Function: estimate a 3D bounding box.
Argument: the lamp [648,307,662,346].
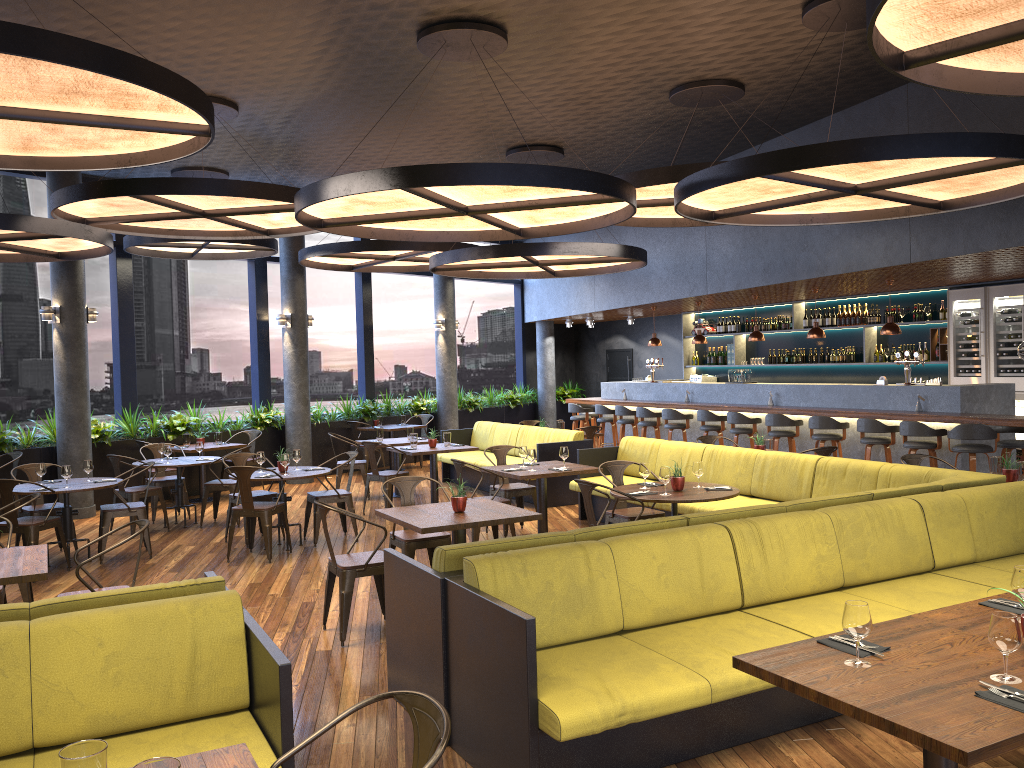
[{"bbox_3d":[2.463,-0.994,15.352,0.250,0.673,0.250,-3,2,-40],"label":"lamp"}]

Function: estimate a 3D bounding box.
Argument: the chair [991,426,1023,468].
[{"bbox_3d":[5.457,0.901,9.613,0.483,1.048,0.438,-1,2,34],"label":"chair"}]

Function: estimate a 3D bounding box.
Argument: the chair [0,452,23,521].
[{"bbox_3d":[-5.949,1.263,10.244,0.504,0.917,0.541,-1,2,37],"label":"chair"}]

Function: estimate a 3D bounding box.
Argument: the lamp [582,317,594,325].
[{"bbox_3d":[1.593,-1.297,18.209,0.228,0.172,0.228,-2,1,-28],"label":"lamp"}]

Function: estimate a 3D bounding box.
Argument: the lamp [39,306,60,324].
[{"bbox_3d":[-5.748,-0.862,10.976,0.215,0.215,0.189,-1,1,25],"label":"lamp"}]

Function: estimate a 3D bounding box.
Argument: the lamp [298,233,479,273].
[{"bbox_3d":[-1.756,-2.379,13.161,2.778,1.159,2.778,-1,1,8],"label":"lamp"}]

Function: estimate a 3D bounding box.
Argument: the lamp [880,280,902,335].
[{"bbox_3d":[4.715,-0.956,11.053,0.250,0.673,0.250,-1,1,5],"label":"lamp"}]

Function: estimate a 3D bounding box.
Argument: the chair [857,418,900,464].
[{"bbox_3d":[4.319,0.913,10.427,0.483,1.048,0.438,-1,2,34],"label":"chair"}]

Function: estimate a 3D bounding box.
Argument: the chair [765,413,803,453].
[{"bbox_3d":[3.607,0.903,11.728,0.483,1.048,0.438,-1,1,23],"label":"chair"}]

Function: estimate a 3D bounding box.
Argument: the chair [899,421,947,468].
[{"bbox_3d":[4.548,0.920,9.845,0.438,1.048,0.483,-2,1,1],"label":"chair"}]

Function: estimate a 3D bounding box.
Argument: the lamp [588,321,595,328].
[{"bbox_3d":[1.751,-1.335,19.654,0.228,0.172,0.228,-2,1,-28],"label":"lamp"}]

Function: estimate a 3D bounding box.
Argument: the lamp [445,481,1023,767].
[{"bbox_3d":[4.377,0.207,4.916,9.057,2.714,3.017,-2,1,-28],"label":"lamp"}]

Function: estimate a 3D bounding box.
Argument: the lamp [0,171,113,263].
[{"bbox_3d":[-5.603,-2.077,9.025,2.778,1.362,2.778,-1,2,31],"label":"lamp"}]

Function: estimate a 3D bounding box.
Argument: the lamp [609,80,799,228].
[{"bbox_3d":[1.990,-2.385,9.002,2.778,1.159,2.778,-1,1,23],"label":"lamp"}]

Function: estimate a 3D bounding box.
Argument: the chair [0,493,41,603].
[{"bbox_3d":[-3.763,1.289,6.541,0.541,0.917,0.504,-2,1,-27],"label":"chair"}]

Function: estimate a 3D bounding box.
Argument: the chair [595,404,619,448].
[{"bbox_3d":[1.688,0.870,15.402,0.483,1.048,0.438,-1,2,34],"label":"chair"}]

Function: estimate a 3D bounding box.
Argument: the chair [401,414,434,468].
[{"bbox_3d":[-1.672,1.015,15.883,0.504,0.917,0.541,-1,1,28],"label":"chair"}]

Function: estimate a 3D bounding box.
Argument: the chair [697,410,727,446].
[{"bbox_3d":[2.962,0.891,12.992,0.483,1.048,0.438,-1,2,34],"label":"chair"}]

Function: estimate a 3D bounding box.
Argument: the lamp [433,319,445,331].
[{"bbox_3d":[-1.390,-1.113,16.624,0.215,0.215,0.189,-1,1,23],"label":"lamp"}]

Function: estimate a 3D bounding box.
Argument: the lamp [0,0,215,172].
[{"bbox_3d":[-3.263,-2.156,5.309,2.778,1.159,2.778,-3,2,-38],"label":"lamp"}]

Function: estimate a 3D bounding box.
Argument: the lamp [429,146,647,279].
[{"bbox_3d":[0.313,-2.217,11.375,2.778,1.475,2.778,-1,1,27],"label":"lamp"}]

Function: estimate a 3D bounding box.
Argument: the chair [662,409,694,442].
[{"bbox_3d":[2.526,0.889,13.575,0.438,1.048,0.483,-2,1,-8],"label":"chair"}]

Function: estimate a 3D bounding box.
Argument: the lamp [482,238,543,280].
[{"bbox_3d":[0.055,-2.561,16.279,1.979,1.093,1.979,-1,1,26],"label":"lamp"}]

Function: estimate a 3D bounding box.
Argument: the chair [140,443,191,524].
[{"bbox_3d":[-4.271,1.202,10.901,0.504,0.917,0.541,-3,2,-37],"label":"chair"}]

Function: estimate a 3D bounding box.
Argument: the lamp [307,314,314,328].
[{"bbox_3d":[-3.276,-1.006,14.271,0.215,0.215,0.189,-1,2,38],"label":"lamp"}]

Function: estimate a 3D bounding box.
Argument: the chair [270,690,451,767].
[{"bbox_3d":[-0.418,1.298,2.218,0.541,0.917,0.504,-2,1,-27],"label":"chair"}]

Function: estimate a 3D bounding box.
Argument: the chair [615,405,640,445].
[{"bbox_3d":[1.975,0.874,14.879,0.483,1.048,0.438,-1,2,34],"label":"chair"}]

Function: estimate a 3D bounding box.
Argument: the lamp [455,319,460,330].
[{"bbox_3d":[-1.101,-1.132,17.108,0.215,0.215,0.189,0,2,41],"label":"lamp"}]

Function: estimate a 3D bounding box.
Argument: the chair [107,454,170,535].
[{"bbox_3d":[-4.224,1.223,9.947,0.504,0.917,0.541,-1,2,35],"label":"chair"}]

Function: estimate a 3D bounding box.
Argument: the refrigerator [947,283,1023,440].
[{"bbox_3d":[6.403,-0.231,11.728,0.454,2.109,1.159,-2,1,-28],"label":"refrigerator"}]

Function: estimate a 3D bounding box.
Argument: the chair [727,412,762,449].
[{"bbox_3d":[3.231,0.898,12.361,0.438,1.048,0.483,-2,1,1],"label":"chair"}]

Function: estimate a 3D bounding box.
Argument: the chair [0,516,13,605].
[{"bbox_3d":[-3.373,1.303,5.499,0.504,0.917,0.541,-2,1,-27],"label":"chair"}]

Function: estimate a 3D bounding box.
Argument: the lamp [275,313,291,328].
[{"bbox_3d":[-3.584,-0.987,13.799,0.215,0.215,0.189,-1,2,30],"label":"lamp"}]

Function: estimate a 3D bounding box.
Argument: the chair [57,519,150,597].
[{"bbox_3d":[-2.397,1.283,5.193,0.541,0.917,0.504,-2,1,-27],"label":"chair"}]

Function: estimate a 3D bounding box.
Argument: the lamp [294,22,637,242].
[{"bbox_3d":[-0.390,-2.104,7.331,2.778,1.475,2.778,-1,1,22],"label":"lamp"}]

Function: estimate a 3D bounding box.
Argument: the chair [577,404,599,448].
[{"bbox_3d":[1.481,0.837,17.074,0.483,1.048,0.438,-2,1,1],"label":"chair"}]

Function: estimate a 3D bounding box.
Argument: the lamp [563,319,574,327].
[{"bbox_3d":[1.221,-1.304,18.956,0.228,0.172,0.228,-2,1,-28],"label":"lamp"}]

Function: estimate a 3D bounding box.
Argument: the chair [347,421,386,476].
[{"bbox_3d":[-2.462,1.062,14.814,0.504,0.917,0.541,-1,2,37],"label":"chair"}]

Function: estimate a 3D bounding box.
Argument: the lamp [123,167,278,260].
[{"bbox_3d":[-4.221,-2.346,12.060,1.979,1.093,1.979,-1,1,26],"label":"lamp"}]

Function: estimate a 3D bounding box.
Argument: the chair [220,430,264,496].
[{"bbox_3d":[-3.923,1.146,12.929,0.504,0.917,0.541,-1,1,26],"label":"chair"}]

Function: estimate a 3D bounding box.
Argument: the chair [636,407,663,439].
[{"bbox_3d":[2.225,0.882,14.238,0.438,1.048,0.483,-2,1,1],"label":"chair"}]

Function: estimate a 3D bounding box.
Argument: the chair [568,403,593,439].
[{"bbox_3d":[1.267,0.865,16.111,0.483,1.048,0.438,-1,2,34],"label":"chair"}]

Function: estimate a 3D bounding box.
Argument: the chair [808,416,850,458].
[{"bbox_3d":[3.954,0.907,11.112,0.438,1.048,0.483,-2,1,-13],"label":"chair"}]

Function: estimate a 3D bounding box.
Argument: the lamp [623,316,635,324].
[{"bbox_3d":[2.452,-1.323,18.315,0.228,0.172,0.228,-2,1,-28],"label":"lamp"}]

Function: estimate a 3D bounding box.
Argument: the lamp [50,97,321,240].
[{"bbox_3d":[-3.158,-2.245,9.037,2.778,1.159,2.778,0,2,40],"label":"lamp"}]

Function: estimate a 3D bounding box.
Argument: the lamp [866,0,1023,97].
[{"bbox_3d":[2.625,-2.083,2.853,2.778,1.475,2.778,-2,1,-27],"label":"lamp"}]

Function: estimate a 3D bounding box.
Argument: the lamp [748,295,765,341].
[{"bbox_3d":[3.619,-0.974,13.146,0.250,0.673,0.250,-1,1,5],"label":"lamp"}]

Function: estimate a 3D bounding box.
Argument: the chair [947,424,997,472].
[{"bbox_3d":[4.831,0.925,9.328,0.438,1.048,0.483,-3,2,-36],"label":"chair"}]

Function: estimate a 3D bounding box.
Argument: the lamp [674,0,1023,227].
[{"bbox_3d":[2.651,-2.177,6.865,2.778,1.475,2.778,-2,1,-24],"label":"lamp"}]

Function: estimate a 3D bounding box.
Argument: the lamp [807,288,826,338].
[{"bbox_3d":[4.154,-0.965,12.124,0.250,0.673,0.250,-1,1,5],"label":"lamp"}]

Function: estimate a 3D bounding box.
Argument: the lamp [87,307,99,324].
[{"bbox_3d":[-5.434,-0.882,11.448,0.215,0.215,0.189,0,2,40],"label":"lamp"}]

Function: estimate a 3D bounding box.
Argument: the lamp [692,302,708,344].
[{"bbox_3d":[3.016,-0.984,14.296,0.250,0.673,0.250,-1,1,5],"label":"lamp"}]
